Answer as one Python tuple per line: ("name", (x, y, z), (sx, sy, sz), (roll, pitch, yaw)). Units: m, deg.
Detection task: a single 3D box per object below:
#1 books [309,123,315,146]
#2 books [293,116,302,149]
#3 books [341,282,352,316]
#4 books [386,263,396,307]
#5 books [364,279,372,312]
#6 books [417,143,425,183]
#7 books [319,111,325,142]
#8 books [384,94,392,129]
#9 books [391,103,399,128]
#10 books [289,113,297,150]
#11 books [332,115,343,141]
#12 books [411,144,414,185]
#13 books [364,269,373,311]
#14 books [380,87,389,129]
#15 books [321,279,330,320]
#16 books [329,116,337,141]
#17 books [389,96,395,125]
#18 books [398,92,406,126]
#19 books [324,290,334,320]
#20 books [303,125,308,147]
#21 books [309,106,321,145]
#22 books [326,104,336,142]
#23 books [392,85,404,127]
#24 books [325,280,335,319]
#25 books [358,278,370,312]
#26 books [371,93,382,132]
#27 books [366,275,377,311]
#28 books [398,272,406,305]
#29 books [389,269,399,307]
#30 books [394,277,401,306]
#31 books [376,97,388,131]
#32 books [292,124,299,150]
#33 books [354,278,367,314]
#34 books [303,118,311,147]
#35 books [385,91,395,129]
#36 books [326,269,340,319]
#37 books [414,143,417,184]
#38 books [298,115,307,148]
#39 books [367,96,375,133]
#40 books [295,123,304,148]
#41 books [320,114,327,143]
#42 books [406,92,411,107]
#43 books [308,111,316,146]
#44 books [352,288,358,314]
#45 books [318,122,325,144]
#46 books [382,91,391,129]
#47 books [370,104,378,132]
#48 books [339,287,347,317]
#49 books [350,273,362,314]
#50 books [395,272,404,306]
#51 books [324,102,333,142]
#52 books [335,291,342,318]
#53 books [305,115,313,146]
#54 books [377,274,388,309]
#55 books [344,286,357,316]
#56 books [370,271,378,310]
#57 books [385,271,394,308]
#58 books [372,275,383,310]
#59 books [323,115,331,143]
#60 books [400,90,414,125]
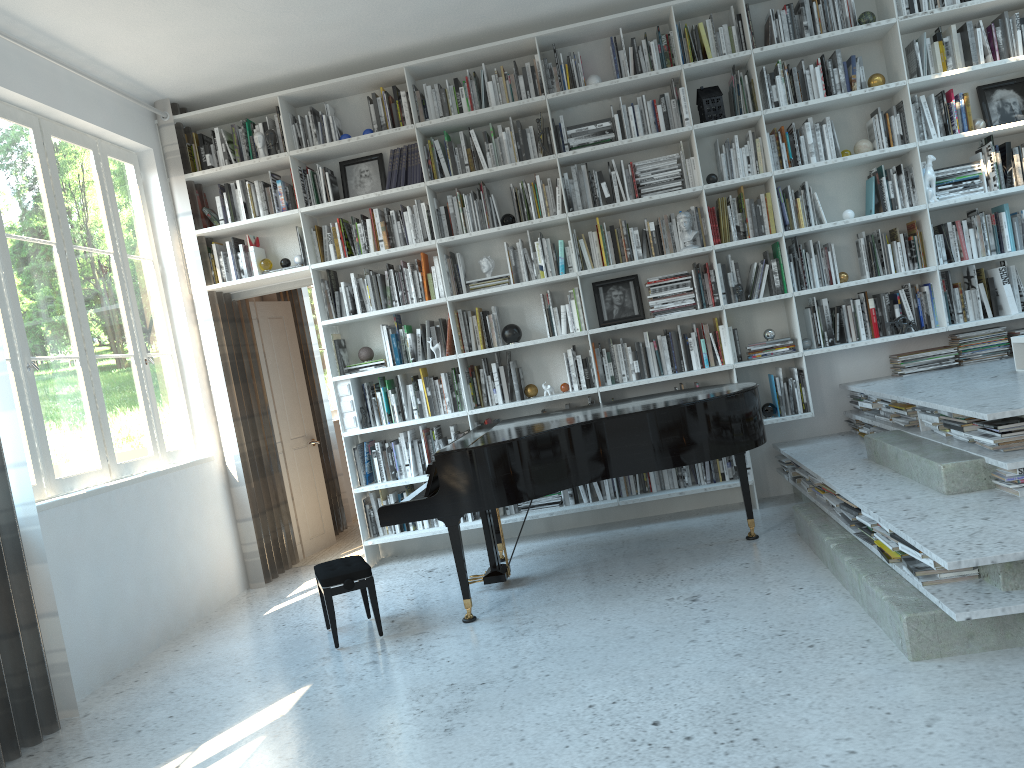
("books", (-1.294, -1.615, 5.870), (0.014, 0.192, 0.146), (-10, 2, 7))
("books", (-1.399, -1.630, 5.879), (0.007, 0.259, 0.156), (-10, 2, 7))
("books", (-1.080, -0.555, 5.890), (0.022, 0.236, 0.177), (-10, 2, 7))
("books", (-0.781, -0.642, 5.856), (0.013, 0.300, 0.151), (-10, 2, 7))
("books", (-0.931, -0.579, 5.879), (0.014, 0.230, 0.148), (-10, 2, 7))
("books", (-0.589, -1.416, 5.787), (0.078, 0.286, 0.174), (-10, 2, 7))
("books", (-1.225, -1.658, 5.854), (0.013, 0.253, 0.129), (-10, 2, 7))
("books", (-0.785, -1.742, 5.784), (0.010, 0.263, 0.156), (-10, 2, 7))
("books", (-0.737, -1.714, 5.785), (0.027, 0.190, 0.177), (-10, 2, 7))
("books", (-1.424, -1.639, 5.884), (0.007, 0.285, 0.159), (-10, 2, 7))
("books", (-1.140, -1.652, 5.852), (0.013, 0.210, 0.136), (-10, 2, 7))
("books", (-0.631, -1.409, 5.811), (0.078, 0.286, 0.174), (-10, 2, 7))
("books", (-0.925, -0.613, 5.874), (0.011, 0.293, 0.183), (-10, 2, 7))
("books", (-0.811, -1.767, 5.813), (0.014, 0.321, 0.136), (-10, 2, 7))
("books", (-1.221, -0.556, 5.927), (0.012, 0.285, 0.159), (-10, 2, 7))
("books", (-1.153, -1.645, 5.845), (0.014, 0.202, 0.170), (-10, 2, 7))
("books", (-0.759, -1.743, 5.811), (0.013, 0.254, 0.129), (-10, 2, 7))
("books", (-0.694, -1.757, 5.790), (0.022, 0.260, 0.152), (-10, 2, 7))
("books", (-1.197, -0.521, 5.918), (0.026, 0.209, 0.155), (-10, 2, 7))
("books", (-1.336, -1.608, 5.878), (0.017, 0.194, 0.129), (-10, 2, 7))
("books", (-1.269, -1.663, 5.835), (0.015, 0.280, 0.190), (-10, 2, 7))
("books", (-1.173, -1.688, 5.862), (0.015, 0.293, 0.130), (-10, 2, 7))
("books", (-0.723, -1.770, 5.769), (0.025, 0.297, 0.163), (-10, 2, 7))
("books", (-1.181, -0.553, 5.897), (0.027, 0.266, 0.176), (-10, 2, 7))
("books", (-0.961, -0.581, 5.902), (0.049, 0.243, 0.139), (-10, 2, 7))
("books", (-0.857, -1.737, 5.795), (0.024, 0.280, 0.187), (-10, 2, 7))
("books", (-0.906, -0.593, 5.865), (0.021, 0.247, 0.188), (-10, 2, 7))
("books", (-0.707, -0.619, 5.857), (0.013, 0.228, 0.151), (-10, 2, 7))
("books", (-0.759, -0.624, 5.865), (0.021, 0.257, 0.155), (-10, 2, 7))
("books", (-0.734, -0.602, 5.864), (0.021, 0.205, 0.130), (-10, 2, 7))
("books", (-0.828, -1.727, 5.791), (0.028, 0.249, 0.155), (-10, 2, 7))
("books", (-1.406, -1.601, 5.875), (0.017, 0.204, 0.142), (-10, 2, 7))
("books", (-0.994, -0.576, 5.882), (0.011, 0.246, 0.176), (-10, 2, 7))
("books", (-1.326, -1.626, 5.860), (0.013, 0.225, 0.176), (-10, 2, 7))
("books", (-0.776, -1.749, 5.783), (0.011, 0.274, 0.183), (-10, 2, 7))
("books", (-1.168, -0.589, 5.890), (0.012, 0.334, 0.184), (-10, 2, 7))
("books", (-0.610, -1.412, 5.804), (0.078, 0.286, 0.174), (-10, 2, 7))
("books", (-1.358, -1.632, 5.865), (0.012, 0.249, 0.179), (-10, 2, 7))
("books", (-0.900, -1.729, 5.818), (0.013, 0.278, 0.150), (-10, 2, 7))
("books", (-1.375, -1.610, 5.877), (0.032, 0.210, 0.158), (-10, 2, 7))
("books", (-1.210, -1.644, 5.843), (0.013, 0.220, 0.181), (-10, 2, 7))
("books", (-0.632, -1.764, 5.784), (0.039, 0.252, 0.146), (-10, 2, 7))
("books", (-1.287, -1.651, 5.854), (0.016, 0.261, 0.154), (-10, 2, 7))
("books", (-1.023, -0.542, 5.918), (0.021, 0.188, 0.129), (-10, 2, 7))
("books", (-1.238, -1.620, 5.852), (0.026, 0.182, 0.161), (-10, 2, 7))
("books", (-0.796, -1.750, 5.797), (0.013, 0.283, 0.166), (-10, 2, 7))
("books", (-0.876, -1.703, 5.804), (0.028, 0.218, 0.153), (-10, 2, 7))
("books", (-1.107, -0.537, 5.911), (0.042, 0.209, 0.143), (-10, 2, 7))
("books", (-1.013, -0.591, 5.892), (0.023, 0.281, 0.174), (-10, 2, 7))
("books", (-0.721, -0.616, 5.847), (0.013, 0.229, 0.177), (-10, 2, 7))
("books", (-1.186, -1.690, 5.851), (0.007, 0.301, 0.145), (-10, 2, 7))
("books", (-1.130, -0.519, 5.896), (0.037, 0.182, 0.189), (-10, 2, 7))
("books", (-1.313, -1.637, 5.862), (0.016, 0.243, 0.156), (-10, 2, 7))
("books", (-0.839, -0.602, 5.866), (0.023, 0.242, 0.184), (-10, 2, 7))
("books", (-1.054, -0.544, 5.877), (0.028, 0.204, 0.188), (-10, 2, 7))
("books", (-0.890, -0.608, 5.880), (0.011, 0.271, 0.157), (-10, 2, 7))
("books", (-0.804, -0.616, 5.878), (0.048, 0.256, 0.141), (-10, 2, 7))
("books", (-0.872, -0.593, 5.862), (0.024, 0.237, 0.166), (-10, 2, 7))
("books", (-1.194, -1.643, 5.835), (0.021, 0.214, 0.173), (-10, 2, 7))
("books", (-0.669, -1.758, 5.774), (0.031, 0.254, 0.178), (-10, 2, 7))
